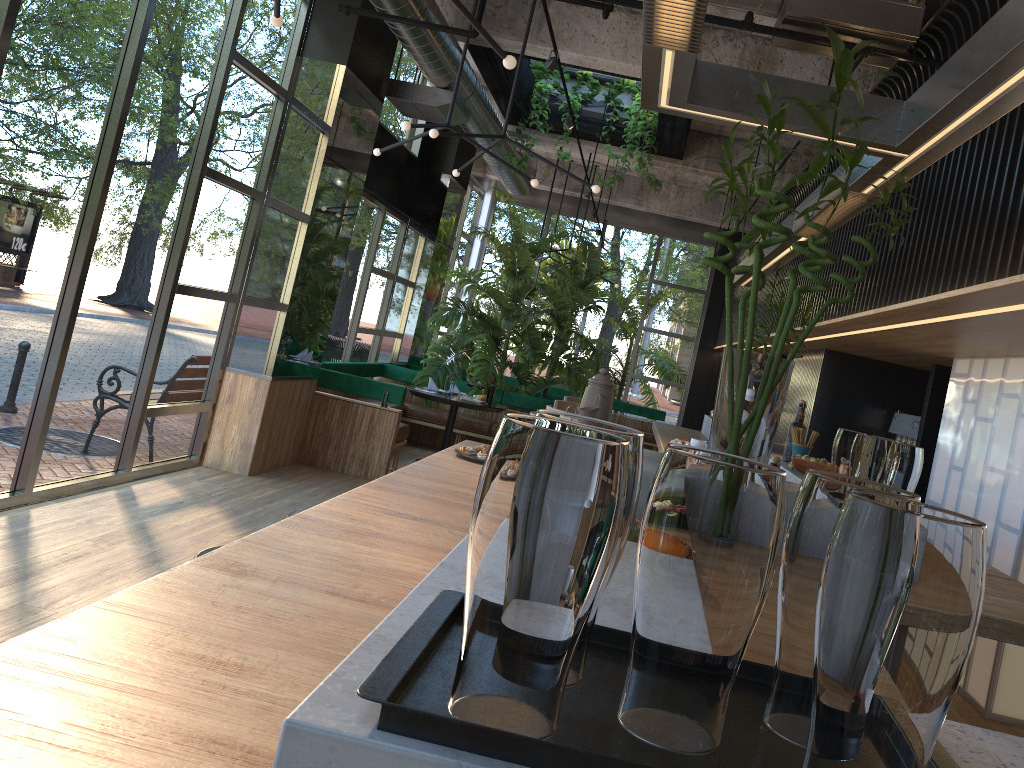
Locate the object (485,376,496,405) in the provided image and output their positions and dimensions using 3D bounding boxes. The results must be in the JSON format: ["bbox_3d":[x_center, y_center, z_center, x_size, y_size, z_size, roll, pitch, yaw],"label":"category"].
[{"bbox_3d":[-0.215,0.067,9.163,0.067,0.300,0.070,12,-3,22],"label":"object"}]

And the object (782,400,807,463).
[{"bbox_3d":[1.238,0.206,3.857,0.072,0.277,0.077,10,-3,41],"label":"object"}]

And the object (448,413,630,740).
[{"bbox_3d":[0.016,0.133,0.626,0.103,0.210,0.107,12,-2,20],"label":"object"}]

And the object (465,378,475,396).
[{"bbox_3d":[-0.464,0.041,9.587,0.103,0.201,0.101,13,-2,-5],"label":"object"}]

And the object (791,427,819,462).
[{"bbox_3d":[1.198,0.264,3.687,0.104,0.162,0.106,12,-2,40],"label":"object"}]

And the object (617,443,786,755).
[{"bbox_3d":[0.139,0.158,0.668,0.103,0.210,0.107,12,-2,20],"label":"object"}]

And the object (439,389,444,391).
[{"bbox_3d":[-0.787,0.062,9.608,0.163,0.019,0.246,11,3,-34],"label":"object"}]

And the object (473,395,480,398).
[{"bbox_3d":[-0.338,0.142,9.400,0.194,0.038,0.063,15,2,40],"label":"object"}]

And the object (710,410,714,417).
[{"bbox_3d":[1.698,0.109,6.596,0.327,0.398,0.307,13,-1,-36],"label":"object"}]

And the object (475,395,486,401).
[{"bbox_3d":[-0.321,0.137,9.297,0.098,0.064,0.165,12,2,-23],"label":"object"}]

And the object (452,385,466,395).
[{"bbox_3d":[-0.598,0.044,9.675,0.236,0.139,0.229,12,1,-11],"label":"object"}]

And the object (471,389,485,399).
[{"bbox_3d":[-0.354,0.104,9.210,0.142,0.124,0.098,12,-1,-14],"label":"object"}]

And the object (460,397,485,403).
[{"bbox_3d":[-0.376,0.168,9.303,0.235,0.019,0.359,13,3,16],"label":"object"}]

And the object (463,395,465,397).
[{"bbox_3d":[-0.508,0.128,9.388,0.032,0.032,0.037,13,0,3],"label":"object"}]

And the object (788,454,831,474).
[{"bbox_3d":[1.162,0.314,3.429,0.189,0.073,0.231,13,2,26],"label":"object"}]

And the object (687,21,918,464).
[{"bbox_3d":[0.772,-0.330,2.535,0.665,1.554,0.590,12,-2,11],"label":"object"}]

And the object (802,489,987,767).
[{"bbox_3d":[0.256,0.187,0.608,0.105,0.210,0.105,13,-2,0],"label":"object"}]

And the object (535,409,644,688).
[{"bbox_3d":[0.042,0.133,0.733,0.103,0.210,0.107,12,-2,20],"label":"object"}]

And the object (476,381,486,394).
[{"bbox_3d":[-0.344,0.070,9.538,0.103,0.201,0.101,13,-2,-5],"label":"object"}]

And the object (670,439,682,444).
[{"bbox_3d":[0.942,0.340,5.106,0.061,0.059,0.074,13,1,-4],"label":"object"}]

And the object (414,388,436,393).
[{"bbox_3d":[-0.867,0.070,9.103,0.254,0.019,0.158,13,3,5],"label":"object"}]

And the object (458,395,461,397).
[{"bbox_3d":[-0.553,0.126,9.362,0.032,0.019,0.038,13,2,18],"label":"object"}]

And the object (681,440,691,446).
[{"bbox_3d":[0.995,0.351,5.117,0.072,0.060,0.127,12,2,-25],"label":"object"}]

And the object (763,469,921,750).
[{"bbox_3d":[0.265,0.183,0.724,0.105,0.210,0.105,13,-2,0],"label":"object"}]

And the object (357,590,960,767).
[{"bbox_3d":[0.126,0.251,0.690,0.435,0.019,0.274,13,3,4],"label":"object"}]

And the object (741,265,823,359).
[{"bbox_3d":[1.951,-0.272,6.589,0.647,1.554,0.606,11,-3,44],"label":"object"}]

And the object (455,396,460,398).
[{"bbox_3d":[-0.564,0.132,9.259,0.062,0.013,0.148,13,3,2],"label":"object"}]

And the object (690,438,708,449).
[{"bbox_3d":[1.131,0.366,5.296,0.135,0.064,0.109,12,1,-15],"label":"object"}]

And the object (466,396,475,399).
[{"bbox_3d":[-0.428,0.140,9.303,0.101,0.013,0.223,13,3,11],"label":"object"}]

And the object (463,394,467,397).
[{"bbox_3d":[-0.505,0.127,9.452,0.097,0.028,0.130,13,3,21],"label":"object"}]

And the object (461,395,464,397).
[{"bbox_3d":[-0.522,0.130,9.297,0.032,0.031,0.040,13,1,31],"label":"object"}]
